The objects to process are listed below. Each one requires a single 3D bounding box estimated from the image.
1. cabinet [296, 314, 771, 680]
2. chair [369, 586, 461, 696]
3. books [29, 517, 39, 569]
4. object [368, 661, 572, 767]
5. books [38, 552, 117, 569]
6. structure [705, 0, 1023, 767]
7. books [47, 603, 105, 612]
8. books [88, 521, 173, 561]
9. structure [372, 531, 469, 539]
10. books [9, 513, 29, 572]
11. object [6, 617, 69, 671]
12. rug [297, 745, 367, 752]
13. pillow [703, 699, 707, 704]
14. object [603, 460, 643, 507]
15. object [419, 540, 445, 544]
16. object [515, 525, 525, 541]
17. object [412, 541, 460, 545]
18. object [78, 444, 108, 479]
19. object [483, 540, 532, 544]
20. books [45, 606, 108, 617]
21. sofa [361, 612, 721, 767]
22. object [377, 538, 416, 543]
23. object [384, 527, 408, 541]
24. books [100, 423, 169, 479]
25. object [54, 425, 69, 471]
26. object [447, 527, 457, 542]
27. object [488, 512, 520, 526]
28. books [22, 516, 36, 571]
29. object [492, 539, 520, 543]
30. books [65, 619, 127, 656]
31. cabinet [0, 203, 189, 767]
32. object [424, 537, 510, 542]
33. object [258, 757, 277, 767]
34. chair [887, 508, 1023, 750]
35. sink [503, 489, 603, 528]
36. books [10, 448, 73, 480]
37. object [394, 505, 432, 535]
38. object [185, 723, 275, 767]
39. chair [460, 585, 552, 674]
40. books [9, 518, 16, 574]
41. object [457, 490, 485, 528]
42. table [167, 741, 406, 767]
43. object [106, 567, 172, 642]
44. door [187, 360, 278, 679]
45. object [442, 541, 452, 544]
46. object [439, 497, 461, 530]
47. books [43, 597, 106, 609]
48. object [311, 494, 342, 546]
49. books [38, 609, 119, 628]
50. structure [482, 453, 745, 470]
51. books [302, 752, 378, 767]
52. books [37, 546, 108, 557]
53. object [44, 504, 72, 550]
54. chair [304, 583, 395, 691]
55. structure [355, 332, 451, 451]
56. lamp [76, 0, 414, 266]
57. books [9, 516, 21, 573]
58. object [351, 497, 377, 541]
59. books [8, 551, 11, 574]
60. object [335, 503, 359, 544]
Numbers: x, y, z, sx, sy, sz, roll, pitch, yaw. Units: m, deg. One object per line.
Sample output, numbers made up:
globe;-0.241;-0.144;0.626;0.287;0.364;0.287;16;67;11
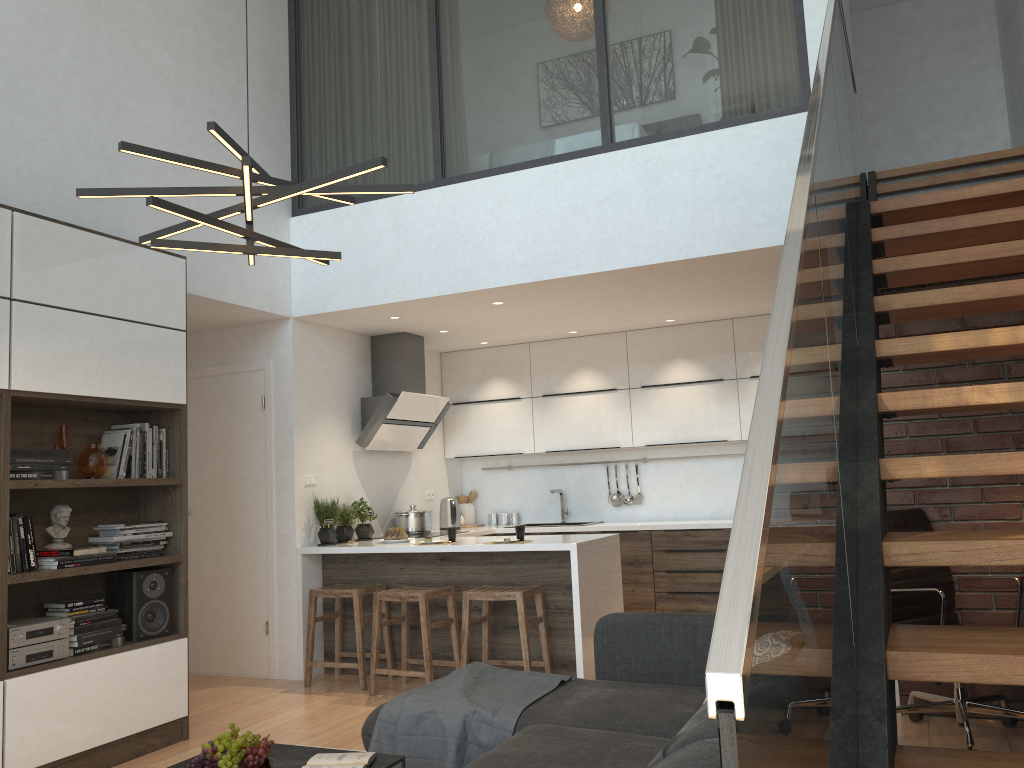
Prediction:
cabinet;0.640;0.682;6.285;3.495;2.401;2.401;-6;-7;24
chair;-0.576;1.537;5.318;0.450;0.600;0.350;-6;-7;29
books;-2.199;0.713;3.947;0.179;0.233;0.077;-6;-7;24
object;-0.120;1.296;3.326;0.548;0.369;0.685;-7;-8;32
books;-2.045;0.817;4.107;0.250;0.047;0.310;-6;-7;29
structure;1.837;-0.051;2.973;1.289;3.460;5.660;-6;-7;24
books;-2.046;1.047;4.165;0.142;0.015;0.198;-5;-7;22
books;-1.927;0.786;4.451;0.224;0.176;0.374;-6;-7;24
structure;-0.708;1.149;6.749;0.550;0.006;0.609;-6;-7;24
books;-2.204;0.696;3.881;0.193;0.255;0.066;-6;-7;24
object;-2.130;1.123;3.844;0.270;0.174;0.285;-6;-7;24
rug;-0.834;1.560;2.825;1.606;0.013;2.496;-6;-7;24
pillow;0.343;0.877;2.148;0.386;0.364;2.734;-6;-7;28
object;0.931;0.830;7.422;0.320;0.389;0.069;-6;-7;25
object;-0.510;1.007;5.637;0.176;0.014;0.176;-4;-7;14
object;0.051;0.921;5.468;0.066;0.093;0.066;-2;-6;-3
object;-0.483;1.017;5.664;0.305;0.002;0.305;-2;-7;-7
object;-2.012;0.375;4.260;0.130;0.171;0.130;1;-7;-26
object;-0.024;0.968;5.425;0.304;0.002;0.304;2;-8;-33
books;-2.042;1.066;4.162;0.161;0.023;0.213;-6;-7;27
sofa;-0.245;0.980;2.291;2.108;0.995;3.169;-6;-7;24
object;-0.781;1.058;5.990;0.261;0.021;0.261;-5;-7;19
object;-0.788;1.021;6.009;0.155;0.101;0.161;-5;-7;20
books;-1.955;0.347;4.532;0.201;0.287;0.332;-6;-7;24
object;-2.139;0.327;4.198;0.082;0.265;0.081;4;-9;-44
object;-0.385;0.969;5.698;0.066;0.093;0.066;1;-7;-30
object;-0.076;1.190;7.815;0.297;0.105;0.112;-6;-7;26
books;-2.184;0.703;3.904;0.177;0.242;0.066;-6;-7;24
object;-0.040;0.956;5.386;0.176;0.014;0.176;-6;-7;28
books;-2.009;1.179;4.145;0.248;0.123;0.307;-5;-7;19
cabinet;-2.661;0.400;2.848;0.338;2.494;4.036;-6;-7;24
object;-0.284;0.966;5.505;0.597;0.039;0.064;-5;-7;20
object;-0.876;1.197;2.725;0.295;0.026;0.295;-5;-7;18
chair;1.983;1.059;3.927;0.651;0.991;0.700;1;-8;-31
sink;0.349;1.139;7.364;0.706;0.518;0.512;-6;-7;24
books;-2.197;0.366;3.957;0.277;0.137;0.343;-5;-7;19
object;-0.772;1.058;6.937;0.315;0.223;0.288;0;-7;-24
object;-0.883;1.129;2.741;0.256;0.173;0.279;-5;-7;21
chair;-0.040;1.494;5.163;0.450;0.600;0.350;-5;-7;22
books;-2.221;0.700;3.832;0.170;0.236;0.049;-6;-7;25
object;-0.417;1.103;7.846;0.221;0.316;0.330;-6;-7;24
table;-0.801;1.364;2.675;0.700;0.323;0.700;-6;-7;24
object;-1.868;1.101;4.457;0.244;0.331;0.214;-7;-8;34
door;-2.038;0.936;6.161;0.974;2.136;0.085;-6;-7;24
object;-0.417;0.997;5.577;0.025;0.011;0.126;-6;-7;28
object;-0.528;1.085;7.430;0.179;0.270;0.220;-4;-7;11
books;-2.059;1.029;4.175;0.161;0.023;0.213;-6;-7;27
object;-1.260;0.910;6.025;0.186;0.367;0.196;-6;-7;24
books;-2.033;1.098;4.158;0.224;0.042;0.277;-5;-7;20
structure;1.098;0.634;7.372;3.000;0.045;0.050;-6;-7;24
books;-0.545;1.185;2.748;0.199;0.025;0.294;-3;-6;3
books;-2.068;0.782;4.131;0.266;0.030;0.209;-5;-7;18
object;-2.131;0.669;4.165;0.117;0.207;0.116;0;-7;-25
chair;-1.039;1.598;5.660;0.450;0.600;0.350;-6;-7;24
structure;-0.838;0.012;6.919;0.407;0.998;0.898;-6;-7;24
lamp;-0.943;-2.234;3.108;1.200;3.645;0.831;-7;-8;34
books;-2.205;0.698;3.850;0.169;0.242;0.050;-6;-7;24
object;-1.079;0.972;6.393;0.179;0.311;0.172;-7;-8;35
books;-2.237;0.698;3.813;0.189;0.240;0.053;-6;-7;24
object;-1.165;0.970;6.216;0.221;0.283;0.211;-8;-8;37
